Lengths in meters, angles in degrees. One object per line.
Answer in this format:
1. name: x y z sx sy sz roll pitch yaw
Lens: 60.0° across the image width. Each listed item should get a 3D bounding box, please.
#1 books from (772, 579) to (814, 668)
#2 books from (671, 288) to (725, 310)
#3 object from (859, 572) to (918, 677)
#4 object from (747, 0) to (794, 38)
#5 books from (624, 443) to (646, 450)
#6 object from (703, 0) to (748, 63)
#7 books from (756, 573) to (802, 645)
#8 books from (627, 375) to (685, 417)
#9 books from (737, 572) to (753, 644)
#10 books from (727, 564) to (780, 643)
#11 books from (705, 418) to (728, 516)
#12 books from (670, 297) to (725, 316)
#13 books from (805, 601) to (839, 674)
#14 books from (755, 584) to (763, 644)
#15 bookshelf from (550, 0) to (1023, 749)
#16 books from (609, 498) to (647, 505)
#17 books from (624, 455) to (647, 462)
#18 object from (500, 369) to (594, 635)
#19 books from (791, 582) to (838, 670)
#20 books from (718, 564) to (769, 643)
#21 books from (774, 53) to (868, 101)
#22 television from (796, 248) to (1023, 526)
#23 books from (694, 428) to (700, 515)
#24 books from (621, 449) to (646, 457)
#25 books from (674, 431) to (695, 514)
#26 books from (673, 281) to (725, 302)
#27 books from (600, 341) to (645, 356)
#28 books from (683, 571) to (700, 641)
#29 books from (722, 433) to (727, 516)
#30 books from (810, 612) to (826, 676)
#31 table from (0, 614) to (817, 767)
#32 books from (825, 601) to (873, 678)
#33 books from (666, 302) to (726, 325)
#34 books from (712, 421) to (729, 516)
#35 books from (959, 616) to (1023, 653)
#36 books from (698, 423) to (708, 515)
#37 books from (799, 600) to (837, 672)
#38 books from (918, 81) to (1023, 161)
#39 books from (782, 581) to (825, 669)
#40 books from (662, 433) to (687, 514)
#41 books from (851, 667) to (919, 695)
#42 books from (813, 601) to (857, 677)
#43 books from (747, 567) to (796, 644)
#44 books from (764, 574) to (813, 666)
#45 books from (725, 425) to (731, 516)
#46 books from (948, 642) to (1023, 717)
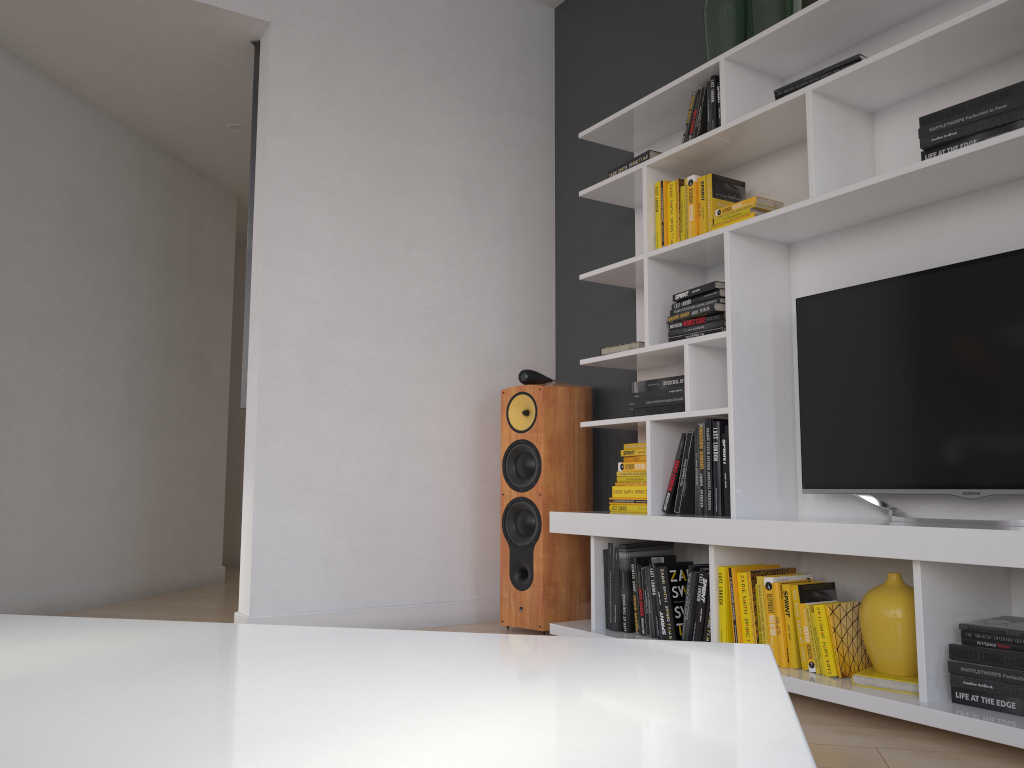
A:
1. books: 0.837 0.701 2.607 0.169 0.240 0.043 5 -8 -33
2. books: 0.741 -0.290 3.170 0.214 0.030 0.284 3 -7 -24
3. object: 1.023 0.634 2.359 0.185 0.257 0.185 -5 -8 35
4. object: 0.897 -1.364 3.080 0.157 0.507 0.157 2 -7 -19
5. books: 0.570 0.242 3.425 0.171 0.024 0.234 4 -8 -28
6. object: 0.765 -1.352 3.180 0.157 0.507 0.157 2 -7 -19
7. books: 0.814 0.701 2.660 0.180 0.252 0.041 4 -8 -32
8. books: 0.640 0.056 3.291 0.277 0.137 0.343 4 -8 -32
9. books: 0.789 0.706 2.727 0.198 0.258 0.066 4 -8 -32
10. books: 0.764 0.702 2.754 0.213 0.271 0.048 4 -8 -32
11. books: 0.761 0.286 3.043 0.237 0.326 0.026 4 -8 -32
12. books: 0.721 -0.266 3.161 0.189 0.020 0.264 4 -8 -29
13. books: 0.894 0.716 2.511 0.134 0.187 0.046 4 -8 -33
14. books: 0.799 0.716 2.674 0.156 0.230 0.042 5 -8 -34
15. bookshelf: 1.144 -0.161 2.345 0.455 2.052 3.000 4 -8 -32
16. books: 0.536 0.448 3.384 0.213 0.025 0.269 4 -8 -29
17. books: 0.554 0.289 3.407 0.167 0.023 0.238 2 -7 -17
18. object: 0.184 0.494 3.811 0.290 1.088 0.434 -6 -9 42
19. books: 0.891 0.699 2.575 0.172 0.235 0.056 5 -8 -33
20. books: 0.726 0.705 2.776 0.204 0.270 0.029 4 -8 -32
21. books: 1.018 -0.917 2.771 0.250 0.047 0.310 5 -8 -37
22. television: 1.232 0.019 2.390 0.207 0.704 1.102 4 -8 -32
23. books: 0.719 0.306 3.091 0.213 0.301 0.028 4 -8 -32
24. books: 0.556 0.264 3.401 0.171 0.024 0.234 4 -8 -28
25. books: 0.683 0.316 3.144 0.210 0.289 0.100 5 -8 -33
26. books: 0.718 -0.320 3.158 0.180 0.026 0.246 3 -7 -25
27. books: 0.511 -0.124 3.455 0.266 0.030 0.209 6 -9 -39
28. books: 0.648 0.741 2.947 0.172 0.242 0.069 4 -8 -31
29. books: 0.790 0.305 2.983 0.200 0.272 0.028 4 -8 -32
30. books: 0.894 0.723 2.487 0.113 0.169 0.049 5 -8 -33
31. table: -0.415 0.404 0.376 1.091 0.435 1.091 -1 -7 12
32. books: 0.941 0.707 2.461 0.149 0.193 0.046 4 -8 -31
33. books: 0.719 -0.241 3.155 0.214 0.030 0.284 3 -7 -24
34. books: 0.777 0.289 3.017 0.239 0.315 0.034 4 -8 -32
35. books: 1.270 0.601 2.103 0.250 0.047 0.310 5 -8 -37
36. books: 0.741 0.295 3.068 0.237 0.314 0.034 4 -8 -32
37. books: 0.889 0.718 2.533 0.138 0.188 0.056 4 -8 -32
38. books: 1.300 -0.660 2.330 0.277 0.137 0.343 5 -8 -37
39. books: 0.866 0.702 2.597 0.171 0.235 0.043 5 -8 -34
40. books: 0.670 0.325 3.197 0.232 0.284 0.142 4 -8 -32
41. books: 1.054 0.777 2.351 0.204 0.029 0.270 -6 -9 42
42. books: 0.921 0.709 2.476 0.148 0.193 0.067 4 -8 -31
43. books: 0.804 0.699 2.701 0.202 0.267 0.038 4 -8 -32
44. books: 0.837 0.699 2.644 0.185 0.252 0.055 5 -8 -34
45. books: 0.812 0.290 2.952 0.230 0.297 0.051 4 -8 -32
46. books: 1.255 0.690 2.075 0.277 0.137 0.343 5 -8 -37
